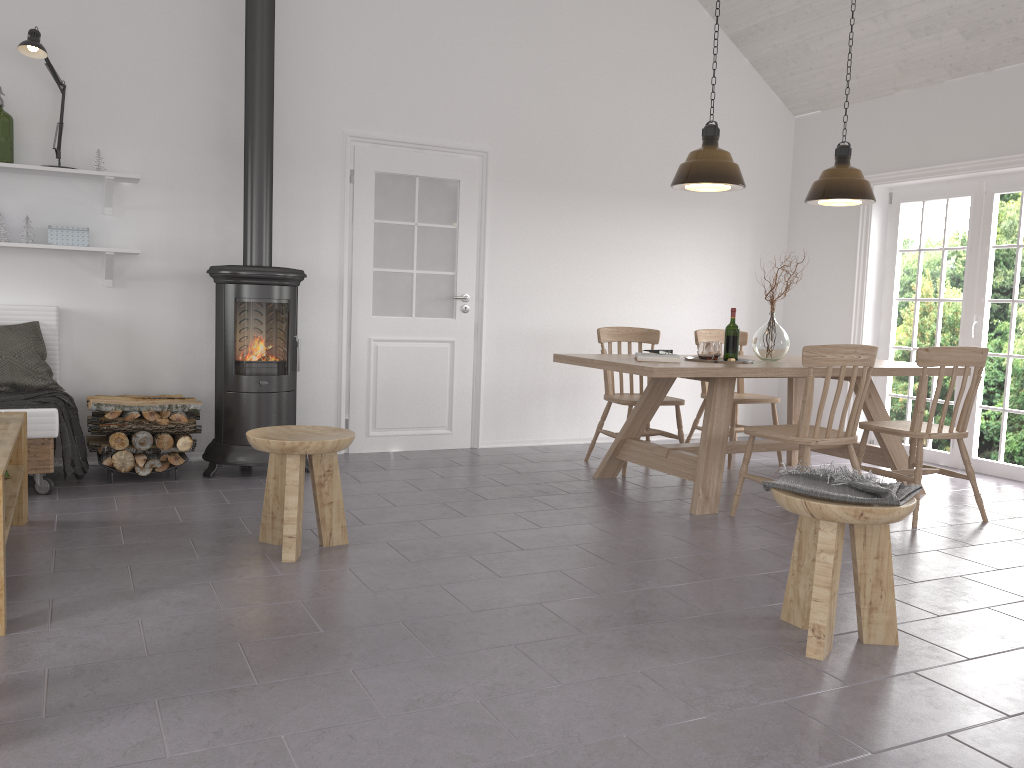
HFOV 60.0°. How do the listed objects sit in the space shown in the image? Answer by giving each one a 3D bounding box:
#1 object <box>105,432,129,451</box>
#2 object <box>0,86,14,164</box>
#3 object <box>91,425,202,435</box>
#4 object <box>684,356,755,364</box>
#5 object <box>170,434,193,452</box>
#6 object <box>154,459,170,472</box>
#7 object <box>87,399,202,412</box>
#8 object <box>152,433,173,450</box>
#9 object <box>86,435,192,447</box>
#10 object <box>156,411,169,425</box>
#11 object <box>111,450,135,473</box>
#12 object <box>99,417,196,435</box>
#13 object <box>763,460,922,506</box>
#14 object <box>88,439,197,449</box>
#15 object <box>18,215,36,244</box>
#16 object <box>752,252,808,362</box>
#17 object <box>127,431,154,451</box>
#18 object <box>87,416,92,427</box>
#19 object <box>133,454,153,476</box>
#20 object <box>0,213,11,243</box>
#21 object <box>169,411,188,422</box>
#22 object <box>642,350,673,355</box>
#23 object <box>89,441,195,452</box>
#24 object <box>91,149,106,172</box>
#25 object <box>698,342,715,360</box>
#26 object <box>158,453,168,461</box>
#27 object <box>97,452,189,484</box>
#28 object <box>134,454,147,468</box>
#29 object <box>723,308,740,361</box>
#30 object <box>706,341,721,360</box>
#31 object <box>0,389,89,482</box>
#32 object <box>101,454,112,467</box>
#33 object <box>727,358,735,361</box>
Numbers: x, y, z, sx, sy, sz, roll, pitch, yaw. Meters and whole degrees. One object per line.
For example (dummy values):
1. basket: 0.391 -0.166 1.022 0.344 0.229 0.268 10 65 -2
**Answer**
1. object: -2.199 0.280 4.918 0.103 0.107 0.516 -1 6 -28
2. object: -2.720 -1.371 4.700 0.136 0.415 0.136 3 5 6
3. object: -2.007 0.249 4.879 0.562 0.063 0.095 0 6 -26
4. object: 1.172 -0.136 5.029 0.394 0.014 0.394 4 5 17
5. object: -1.893 0.280 5.049 0.118 0.142 0.520 0 6 -23
6. object: -1.995 0.422 5.029 0.096 0.067 0.467 0 6 -26
7. object: -1.982 0.115 4.800 0.571 0.079 0.115 0 6 -26
8. object: -1.994 0.290 4.994 0.102 0.102 0.561 -1 6 -27
9. object: -2.137 0.328 5.105 0.569 0.078 0.115 0 6 -26
10. object: -1.967 0.170 4.945 0.059 0.048 0.529 0 6 -26
11. object: -2.166 0.397 4.948 0.118 0.142 0.520 0 6 -23
12. object: -1.964 0.225 4.789 0.480 0.104 0.126 0 6 -25
13. object: 1.049 0.323 2.860 0.462 0.120 0.348 6 6 34
14. object: -2.084 0.336 5.013 0.562 0.063 0.095 0 6 -26
15. object: -2.636 -0.839 4.818 0.088 0.161 0.093 0 5 -17
16. object: 1.562 -0.463 5.171 0.291 0.666 0.313 5 6 26
17. object: -2.086 0.281 4.947 0.110 0.109 0.463 -1 6 -28
18. object: -2.099 0.215 5.006 0.539 0.070 0.101 0 6 -26
19. object: -2.077 0.431 4.969 0.095 0.063 0.562 0 6 -26
20. object: -2.768 -0.849 4.786 0.097 0.178 0.103 5 6 26
21. object: -1.902 0.147 5.008 0.098 0.088 0.466 0 6 -25
22. object: 0.798 -0.177 4.856 0.141 0.030 0.135 -3 7 -42
23. object: -2.046 0.349 4.916 0.539 0.070 0.101 0 6 -26
24. object: -2.300 -1.239 4.936 0.073 0.142 0.072 3 5 6
25. object: 1.092 -0.181 4.975 0.095 0.106 0.095 2 5 2
26. object: -1.981 0.380 4.996 0.046 0.033 0.425 0 6 -26
27. object: -2.083 0.446 4.991 0.456 0.118 0.478 0 6 -26
28. object: -2.086 0.393 4.947 0.057 0.050 0.561 0 6 -26
29. object: 1.250 -0.280 5.036 0.081 0.303 0.081 5 6 30
30. object: 1.162 -0.193 5.132 0.095 0.106 0.095 2 5 2
31. object: -2.888 0.273 4.378 1.449 0.508 0.716 -2 7 -37
32. object: -2.256 0.386 4.920 0.052 0.056 0.561 0 6 -26
33. object: 1.221 -0.131 4.934 0.024 0.024 0.046 7 7 43
